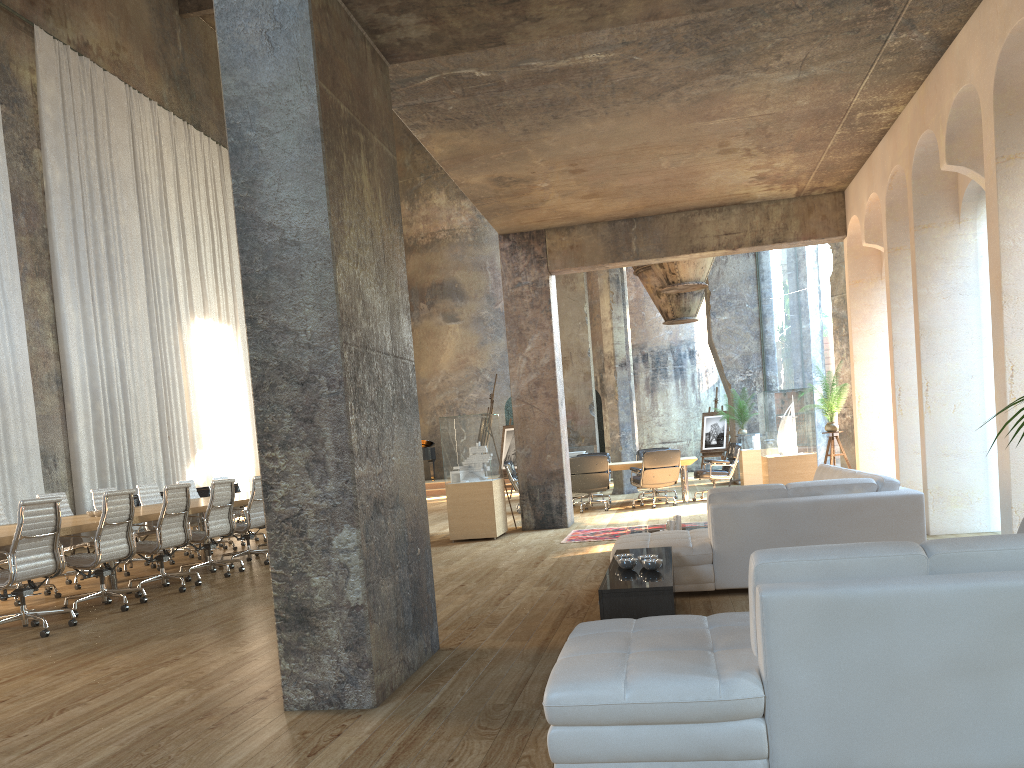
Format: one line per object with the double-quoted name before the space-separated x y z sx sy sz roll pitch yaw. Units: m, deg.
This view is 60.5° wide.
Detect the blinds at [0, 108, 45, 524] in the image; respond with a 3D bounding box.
"blinds" -8.382 -1.888 9.970 0.275 8.687 7.788 -4 0 11

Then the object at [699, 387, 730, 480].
"object" 4.719 1.133 20.296 0.703 2.158 0.678 -2 4 39

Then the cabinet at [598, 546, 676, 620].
"cabinet" 0.751 1.244 5.146 0.396 0.370 1.556 -5 -4 10

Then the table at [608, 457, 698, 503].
"table" 1.837 1.653 14.485 2.414 0.703 1.100 -5 -2 10

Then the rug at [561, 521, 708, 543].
"rug" 1.854 1.693 10.215 2.467 0.009 1.341 -5 -4 10

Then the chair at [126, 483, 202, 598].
"chair" -3.437 1.496 8.476 0.701 1.031 0.661 -4 1 16

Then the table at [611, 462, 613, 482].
"table" 2.760 2.091 20.629 1.874 0.549 0.937 -5 -2 10

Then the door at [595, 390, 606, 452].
"door" 2.475 1.417 25.497 0.110 2.646 0.904 -7 4 -38

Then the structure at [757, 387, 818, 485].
"structure" 3.542 0.862 11.289 0.595 1.556 0.738 -4 2 10

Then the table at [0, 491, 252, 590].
"table" -3.912 1.771 9.953 1.604 0.761 7.687 -5 -4 10

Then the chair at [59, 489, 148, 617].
"chair" -3.596 1.445 7.575 0.700 1.031 0.661 -4 1 14

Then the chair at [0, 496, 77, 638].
"chair" -3.765 1.393 6.644 0.701 1.031 0.661 -4 1 16

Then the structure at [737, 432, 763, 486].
"structure" 4.452 1.364 15.645 0.736 1.020 0.739 -4 1 10

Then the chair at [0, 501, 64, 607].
"chair" -4.824 1.619 8.598 0.700 1.031 0.661 -4 1 10

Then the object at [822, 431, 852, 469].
"object" 4.213 1.123 11.669 0.655 0.977 0.571 -5 2 -26

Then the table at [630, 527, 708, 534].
"table" 1.465 1.475 8.007 0.791 0.203 1.106 -5 -4 10

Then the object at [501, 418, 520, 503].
"object" 0.082 1.281 17.030 0.703 2.158 0.678 -2 4 42

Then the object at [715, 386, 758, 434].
"object" 4.276 0.524 16.709 0.860 0.945 0.684 -5 1 13

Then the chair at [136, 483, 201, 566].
"chair" -4.359 1.770 11.263 0.701 1.031 0.661 -4 1 16

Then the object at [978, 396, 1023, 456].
"object" 1.752 0.178 1.598 1.405 1.822 1.347 -4 1 16

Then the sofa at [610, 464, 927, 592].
"sofa" 1.922 1.120 7.258 2.068 0.724 2.918 -5 -4 10

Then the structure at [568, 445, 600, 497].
"structure" 1.330 1.756 17.552 0.744 1.020 0.731 -4 1 10

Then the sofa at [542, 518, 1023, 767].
"sofa" 1.186 0.888 3.131 2.071 0.725 1.067 -5 -2 10

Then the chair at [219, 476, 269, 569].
"chair" -3.125 1.595 10.224 0.701 1.031 0.661 -4 1 16

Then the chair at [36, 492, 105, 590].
"chair" -4.672 1.672 9.516 0.701 1.031 0.661 -4 1 16

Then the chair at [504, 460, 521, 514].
"chair" 0.307 1.704 14.772 0.822 0.897 0.726 -5 1 6

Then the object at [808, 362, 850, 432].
"object" 4.197 0.167 11.603 0.688 0.944 0.856 -5 0 1

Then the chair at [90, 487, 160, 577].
"chair" -4.514 1.720 10.380 0.701 1.031 0.661 -4 1 19

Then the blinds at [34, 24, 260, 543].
"blinds" -6.865 -1.408 18.458 0.275 8.687 7.788 -4 0 11

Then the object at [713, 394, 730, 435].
"object" 4.728 0.658 19.121 0.690 0.944 0.853 -4 0 31

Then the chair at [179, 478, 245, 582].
"chair" -3.282 1.547 9.359 0.701 1.031 0.661 -4 1 19

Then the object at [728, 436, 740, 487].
"object" 4.493 1.456 16.664 0.653 0.977 0.572 -6 2 -44

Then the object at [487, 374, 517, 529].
"object" -0.355 0.956 11.961 0.686 2.158 0.696 -4 3 9

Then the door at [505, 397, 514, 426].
"door" 0.143 1.470 25.923 0.897 2.309 0.091 -6 4 -31

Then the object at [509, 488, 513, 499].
"object" 0.310 1.396 18.905 0.686 2.158 0.695 -3 4 36

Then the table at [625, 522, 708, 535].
"table" 1.527 1.473 8.369 0.861 0.248 0.368 -5 -2 10

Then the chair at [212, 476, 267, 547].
"chair" -1.257 1.612 12.523 12.974 1.036 31.391 -5 -4 10

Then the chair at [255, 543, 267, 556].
"chair" -2.956 1.646 11.139 0.700 1.031 0.661 -4 1 10

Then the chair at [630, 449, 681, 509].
"chair" 2.208 1.473 13.710 0.727 0.897 0.821 -5 0 -16

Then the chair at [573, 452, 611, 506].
"chair" 1.371 1.657 15.337 0.731 0.897 0.816 -4 0 17

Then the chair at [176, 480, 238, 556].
"chair" -4.200 1.821 12.165 0.700 1.031 0.661 -4 1 14

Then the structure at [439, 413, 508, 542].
"structure" -0.469 1.177 11.099 0.595 1.556 0.738 -4 2 10

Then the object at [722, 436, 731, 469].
"object" 4.856 1.602 19.146 0.659 0.978 0.568 -5 2 4

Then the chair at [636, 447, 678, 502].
"chair" 2.466 1.553 15.133 0.731 0.897 0.817 -5 0 11

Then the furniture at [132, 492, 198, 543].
"furniture" -6.050 2.296 15.433 0.709 0.844 1.865 -5 -3 10

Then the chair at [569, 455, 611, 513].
"chair" 1.211 1.565 13.863 0.730 0.897 0.818 -5 0 4

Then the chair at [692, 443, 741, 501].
"chair" 3.291 1.419 14.207 0.821 0.897 0.727 -5 1 5

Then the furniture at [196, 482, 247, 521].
"furniture" -5.630 2.429 17.778 0.709 0.844 1.865 -5 -3 10
